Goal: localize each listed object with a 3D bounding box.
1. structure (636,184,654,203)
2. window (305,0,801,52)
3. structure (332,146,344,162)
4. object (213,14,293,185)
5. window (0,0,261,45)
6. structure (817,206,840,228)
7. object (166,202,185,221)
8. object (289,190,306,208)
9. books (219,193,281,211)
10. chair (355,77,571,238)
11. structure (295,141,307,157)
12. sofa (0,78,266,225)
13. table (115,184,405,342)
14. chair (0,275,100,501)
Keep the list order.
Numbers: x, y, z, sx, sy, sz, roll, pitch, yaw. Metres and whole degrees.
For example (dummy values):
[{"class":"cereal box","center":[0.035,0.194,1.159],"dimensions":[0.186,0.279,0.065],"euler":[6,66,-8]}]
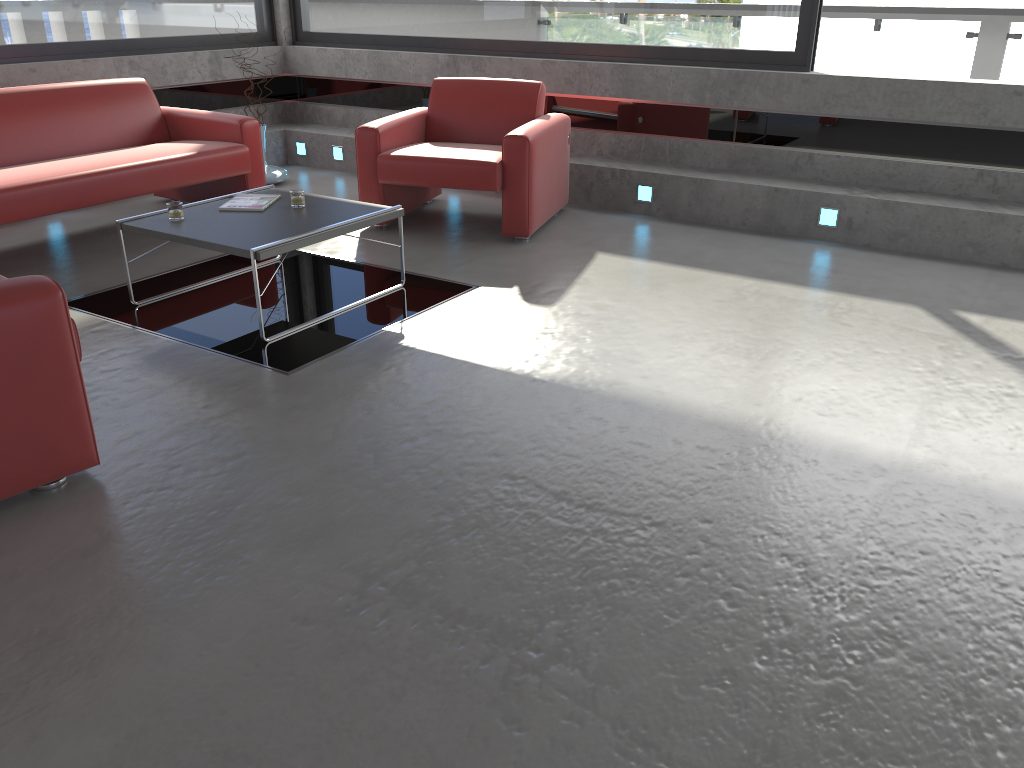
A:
[{"class":"structure","center":[0.932,-1.336,6.221],"dimensions":[0.123,0.123,0.004],"euler":[15,28,29]},{"class":"window","center":[0.001,-3.302,6.740],"dimensions":[4.583,1.364,0.003],"euler":[15,28,29]},{"class":"structure","center":[-1.495,-1.980,7.620],"dimensions":[0.123,0.123,0.004],"euler":[15,28,29]},{"class":"object","center":[-2.019,-2.247,7.003],"dimensions":[0.466,1.289,0.531],"euler":[-22,33,-40]},{"class":"window","center":[-4.325,-2.422,4.735],"dimensions":[0.003,1.364,7.800],"euler":[15,28,29]},{"class":"structure","center":[2.000,-1.053,5.605],"dimensions":[0.123,0.123,0.004],"euler":[15,28,29]},{"class":"object","center":[-1.650,-0.848,4.349],"dimensions":[0.079,0.077,0.079],"euler":[7,25,14]},{"class":"object","center":[-1.114,-0.963,4.612],"dimensions":[0.079,0.077,0.079],"euler":[20,31,36]},{"class":"books","center":[-1.377,-0.961,4.671],"dimensions":[0.228,0.022,0.326],"euler":[1,24,2]},{"class":"chair","center":[-0.307,-1.556,5.929],"dimensions":[1.196,0.854,1.130],"euler":[8,25,16]},{"class":"structure","center":[-1.862,-2.077,7.831],"dimensions":[0.123,0.123,0.004],"euler":[15,28,29]},{"class":"sofa","center":[-2.791,-1.273,5.271],"dimensions":[1.120,0.854,2.626],"euler":[15,28,29]},{"class":"table","center":[-1.244,-0.660,4.532],"dimensions":[0.994,0.436,1.018],"euler":[15,28,29]},{"class":"chair","center":[-2.088,-0.145,2.773],"dimensions":[1.196,0.854,1.130],"euler":[21,31,38]}]
